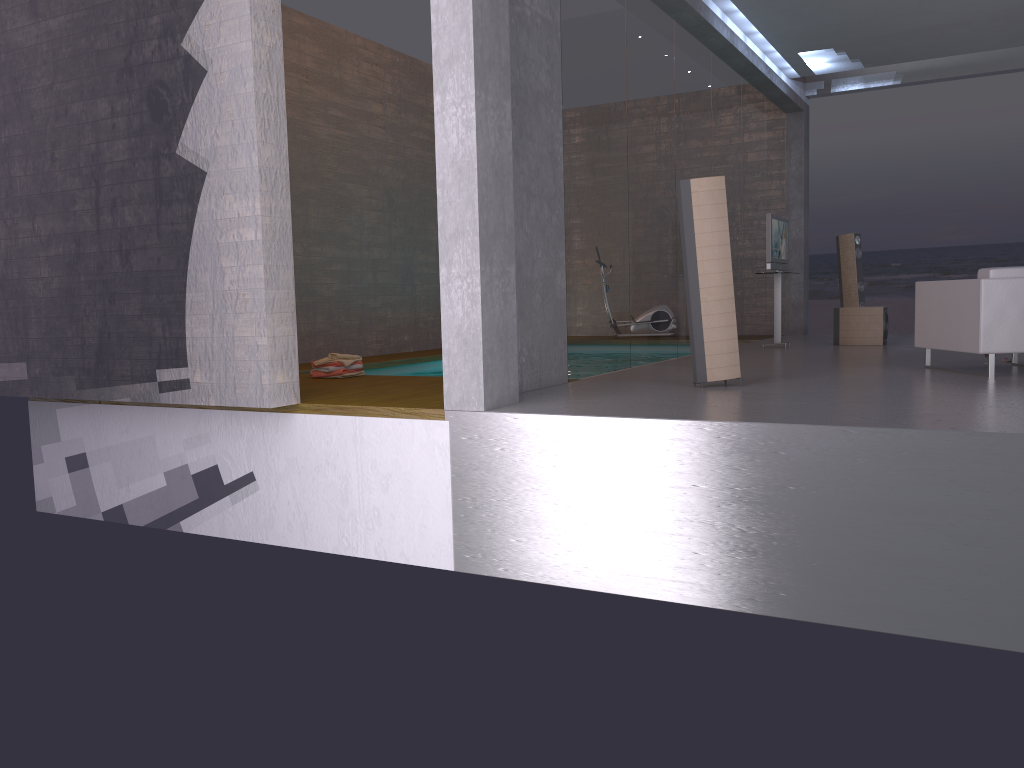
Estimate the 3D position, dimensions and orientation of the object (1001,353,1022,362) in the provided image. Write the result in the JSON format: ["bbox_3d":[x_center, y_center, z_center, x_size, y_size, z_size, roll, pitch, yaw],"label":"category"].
[{"bbox_3d":[4.362,-0.234,7.760,0.079,0.087,0.235,-2,5,-4],"label":"object"}]

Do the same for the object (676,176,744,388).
[{"bbox_3d":[1.381,-0.715,6.271,0.444,1.473,0.244,-3,6,-16],"label":"object"}]

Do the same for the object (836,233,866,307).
[{"bbox_3d":[4.796,-1.387,12.564,0.244,1.469,0.444,-5,7,-36],"label":"object"}]

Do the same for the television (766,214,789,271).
[{"bbox_3d":[3.223,-1.703,10.755,0.054,0.644,1.000,1,6,28],"label":"television"}]

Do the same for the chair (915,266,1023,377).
[{"bbox_3d":[3.858,-0.506,6.970,0.936,0.808,1.026,-2,5,-1],"label":"chair"}]

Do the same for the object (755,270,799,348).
[{"bbox_3d":[3.244,-0.928,10.831,0.360,0.958,0.818,1,6,28],"label":"object"}]

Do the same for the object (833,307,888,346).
[{"bbox_3d":[4.318,-0.719,10.979,0.604,0.459,0.514,1,6,28],"label":"object"}]

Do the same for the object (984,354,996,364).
[{"bbox_3d":[4.135,-0.292,7.667,0.091,0.233,0.091,-5,6,-34],"label":"object"}]
